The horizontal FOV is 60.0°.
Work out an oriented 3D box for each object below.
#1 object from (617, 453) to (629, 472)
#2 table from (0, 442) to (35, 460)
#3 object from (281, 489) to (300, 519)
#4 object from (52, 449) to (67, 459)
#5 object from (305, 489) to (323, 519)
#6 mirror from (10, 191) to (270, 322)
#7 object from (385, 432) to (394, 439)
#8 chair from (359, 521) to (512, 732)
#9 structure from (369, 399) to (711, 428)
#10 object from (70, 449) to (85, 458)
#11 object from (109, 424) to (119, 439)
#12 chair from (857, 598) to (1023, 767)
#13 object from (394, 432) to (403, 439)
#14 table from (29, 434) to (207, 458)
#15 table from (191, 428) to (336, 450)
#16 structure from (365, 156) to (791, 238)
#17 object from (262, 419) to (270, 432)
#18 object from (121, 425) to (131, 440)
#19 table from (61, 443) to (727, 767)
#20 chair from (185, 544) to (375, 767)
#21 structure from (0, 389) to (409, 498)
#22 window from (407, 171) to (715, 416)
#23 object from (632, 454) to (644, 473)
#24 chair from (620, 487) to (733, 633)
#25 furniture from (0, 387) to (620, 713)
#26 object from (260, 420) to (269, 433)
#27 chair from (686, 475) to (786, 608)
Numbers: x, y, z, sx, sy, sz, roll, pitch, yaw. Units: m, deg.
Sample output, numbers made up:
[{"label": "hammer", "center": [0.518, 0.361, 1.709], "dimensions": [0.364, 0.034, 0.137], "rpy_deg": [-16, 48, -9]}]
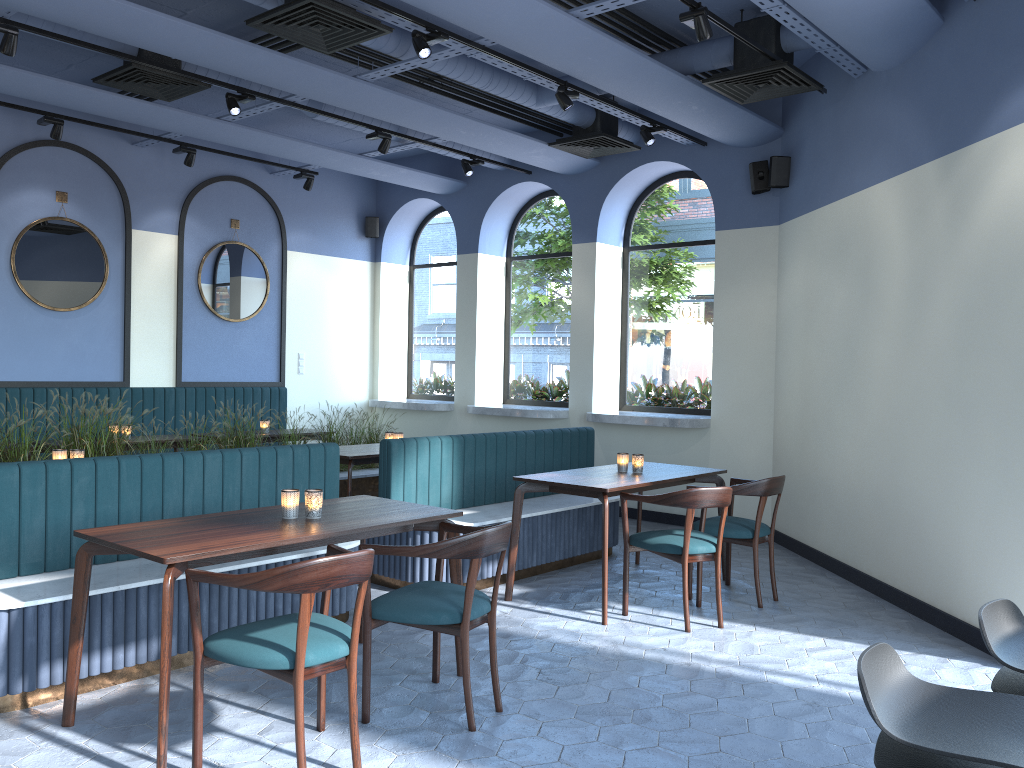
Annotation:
[{"label": "object", "center": [0.723, 0.512, 5.787], "dimensions": [0.078, 0.120, 0.078], "rpy_deg": [1, 1, -33]}, {"label": "table", "center": [-4.141, 0.835, 6.300], "dimensions": [0.548, 0.755, 1.285], "rpy_deg": [2, 1, 40]}, {"label": "object", "center": [-0.944, 0.511, 3.776], "dimensions": [0.078, 0.120, 0.078], "rpy_deg": [2, 1, 23]}, {"label": "object", "center": [-2.678, 0.448, 5.251], "dimensions": [0.078, 0.120, 0.078], "rpy_deg": [2, 1, 23]}, {"label": "object", "center": [-0.847, 0.513, 3.788], "dimensions": [0.078, 0.120, 0.078], "rpy_deg": [2, 1, 23]}, {"label": "mirror", "center": [-4.078, -1.206, 8.095], "dimensions": [0.026, 1.089, 4.357], "rpy_deg": [2, 1, 40]}, {"label": "object", "center": [-0.992, 0.450, 7.207], "dimensions": [0.078, 0.120, 0.078], "rpy_deg": [1, 1, -33]}, {"label": "chair", "center": [-0.278, 0.947, 3.643], "dimensions": [0.525, 0.793, 0.618], "rpy_deg": [2, 1, 27]}, {"label": "structure", "center": [0.260, 0.385, 4.120], "dimensions": [4.315, 0.080, 14.155], "rpy_deg": [1, 1, 2]}, {"label": "object", "center": [-2.581, 0.450, 5.264], "dimensions": [0.078, 0.120, 0.078], "rpy_deg": [2, 1, 23]}, {"label": "object", "center": [-3.296, 0.398, 7.346], "dimensions": [0.078, 0.120, 0.078], "rpy_deg": [2, 1, 23]}, {"label": "chair", "center": [-1.811, 0.884, 0.804], "dimensions": [3.651, 0.949, 6.322], "rpy_deg": [2, 1, 39]}, {"label": "object", "center": [-0.915, 0.453, 7.147], "dimensions": [0.078, 0.120, 0.078], "rpy_deg": [1, 1, -33]}, {"label": "table", "center": [-3.248, 0.836, 7.350], "dimensions": [0.548, 0.755, 1.332], "rpy_deg": [2, 1, 40]}, {"label": "table", "center": [-2.340, 0.837, 8.416], "dimensions": [0.548, 0.755, 1.332], "rpy_deg": [2, 1, 40]}, {"label": "structure", "center": [-2.986, -1.817, 4.289], "dimensions": [7.261, 0.268, 13.143], "rpy_deg": [2, 1, 24]}, {"label": "object", "center": [-2.344, 0.399, 8.437], "dimensions": [0.078, 0.120, 0.078], "rpy_deg": [2, 1, 23]}, {"label": "object", "center": [-3.199, 0.400, 7.359], "dimensions": [0.078, 0.120, 0.078], "rpy_deg": [2, 1, 23]}, {"label": "table", "center": [-1.996, 0.936, 3.154], "dimensions": [3.997, 0.755, 9.778], "rpy_deg": [2, 1, 24]}, {"label": "chair", "center": [-0.748, 0.947, 3.092], "dimensions": [0.525, 0.793, 0.618], "rpy_deg": [2, 1, 40]}, {"label": "structure", "center": [-2.600, 0.633, 6.835], "dimensions": [1.143, 1.207, 4.878], "rpy_deg": [2, 1, 42]}, {"label": "window", "center": [0.508, -0.837, 4.112], "dimensions": [3.897, 2.394, 14.212], "rpy_deg": [1, 1, 1]}, {"label": "object", "center": [0.813, 0.515, 5.732], "dimensions": [0.078, 0.120, 0.078], "rpy_deg": [1, 1, -33]}, {"label": "chair", "center": [0.981, 0.950, 5.052], "dimensions": [0.618, 0.793, 0.525], "rpy_deg": [1, 1, -26]}, {"label": "furniture", "center": [-2.342, 0.671, 6.615], "dimensions": [4.703, 1.150, 4.800], "rpy_deg": [2, 1, 40]}, {"label": "object", "center": [-2.331, 0.401, 8.340], "dimensions": [0.078, 0.120, 0.078], "rpy_deg": [2, 1, 23]}, {"label": "chair", "center": [1.427, 0.951, 5.574], "dimensions": [0.525, 0.793, 0.618], "rpy_deg": [2, 1, 40]}]
